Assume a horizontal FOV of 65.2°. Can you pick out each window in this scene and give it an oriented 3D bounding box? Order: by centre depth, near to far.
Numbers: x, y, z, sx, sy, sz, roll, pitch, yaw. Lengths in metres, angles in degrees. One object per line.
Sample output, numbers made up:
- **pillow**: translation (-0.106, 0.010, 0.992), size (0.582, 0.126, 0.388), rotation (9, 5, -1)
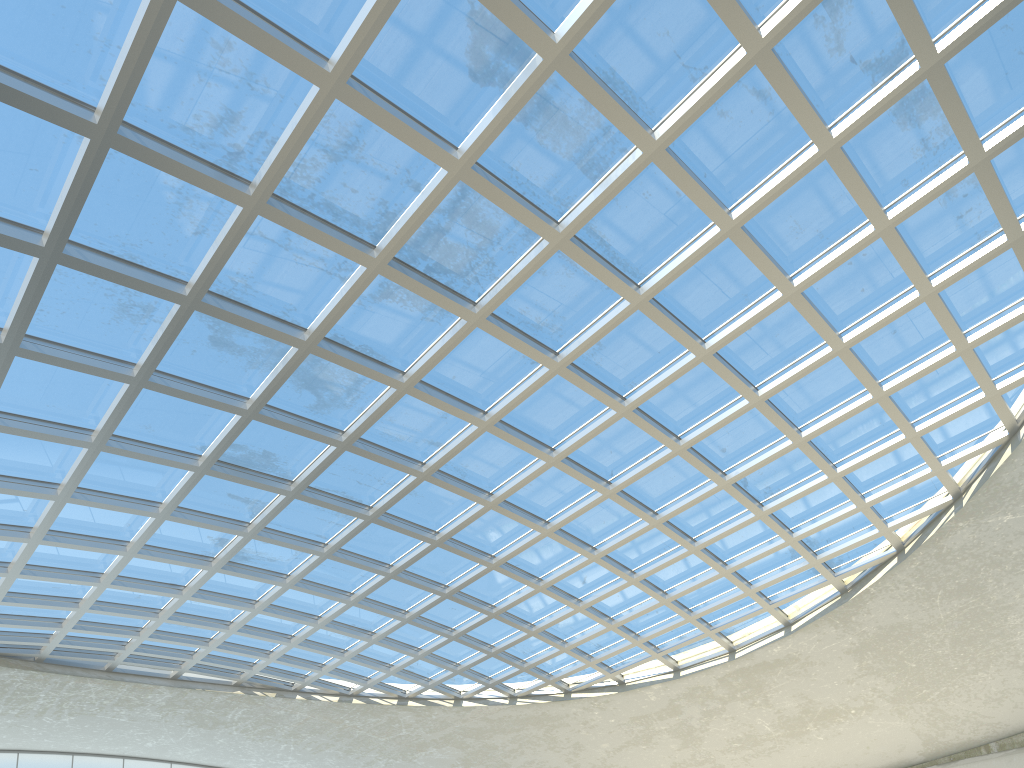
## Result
- **window**: translation (-7.195, 8.110, 46.612), size (84.246, 9.568, 86.489), rotation (28, -48, -35)
